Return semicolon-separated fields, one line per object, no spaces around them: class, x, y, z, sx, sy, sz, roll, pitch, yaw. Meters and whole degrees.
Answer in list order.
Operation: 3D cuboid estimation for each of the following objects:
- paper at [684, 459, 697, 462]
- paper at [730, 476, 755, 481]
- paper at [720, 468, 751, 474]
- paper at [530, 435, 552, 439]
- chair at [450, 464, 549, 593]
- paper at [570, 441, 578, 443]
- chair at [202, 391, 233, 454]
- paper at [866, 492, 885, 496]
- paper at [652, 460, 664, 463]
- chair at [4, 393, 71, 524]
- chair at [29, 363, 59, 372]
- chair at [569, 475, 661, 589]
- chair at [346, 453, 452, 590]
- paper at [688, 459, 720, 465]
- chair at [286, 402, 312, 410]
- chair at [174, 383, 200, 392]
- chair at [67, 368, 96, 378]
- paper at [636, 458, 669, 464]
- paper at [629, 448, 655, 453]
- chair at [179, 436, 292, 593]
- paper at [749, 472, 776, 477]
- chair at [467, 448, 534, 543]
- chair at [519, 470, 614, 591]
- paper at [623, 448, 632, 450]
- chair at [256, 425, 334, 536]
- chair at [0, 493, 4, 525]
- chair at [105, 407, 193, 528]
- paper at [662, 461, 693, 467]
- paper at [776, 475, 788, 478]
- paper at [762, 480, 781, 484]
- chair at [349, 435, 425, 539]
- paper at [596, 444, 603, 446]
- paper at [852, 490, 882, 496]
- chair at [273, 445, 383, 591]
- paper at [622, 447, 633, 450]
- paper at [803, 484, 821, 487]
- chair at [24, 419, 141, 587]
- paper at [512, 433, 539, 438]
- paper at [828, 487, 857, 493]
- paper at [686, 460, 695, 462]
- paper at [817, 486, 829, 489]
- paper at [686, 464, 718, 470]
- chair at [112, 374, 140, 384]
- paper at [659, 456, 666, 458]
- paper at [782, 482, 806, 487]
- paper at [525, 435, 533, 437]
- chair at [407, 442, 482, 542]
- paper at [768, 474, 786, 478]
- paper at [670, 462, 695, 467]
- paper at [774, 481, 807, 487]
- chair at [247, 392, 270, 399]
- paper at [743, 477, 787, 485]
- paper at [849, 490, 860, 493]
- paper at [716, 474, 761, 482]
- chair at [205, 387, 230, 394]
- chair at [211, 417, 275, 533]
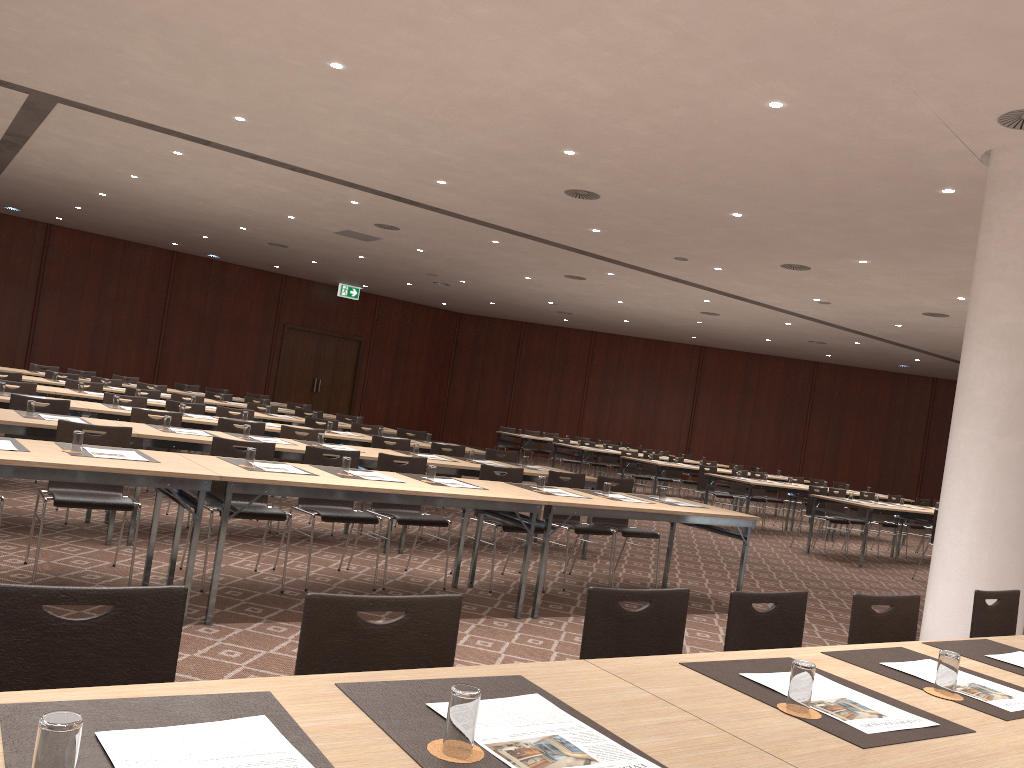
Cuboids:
paper;3.806;1.642;19.122;0.284;0.006;0.398;10;-2;-34
paper;3.717;1.516;14.188;0.284;0.006;0.398;10;-2;-36
paper;4.356;1.685;17.133;0.460;0.003;0.565;10;-2;-36
paper;0.733;1.185;19.496;0.460;0.003;0.565;9;-2;-32
chair;-0.054;1.154;7.203;0.536;0.939;0.613;9;-1;-35
paper;1.291;1.278;19.861;0.460;0.003;0.565;10;-2;-35
chair;-4.582;0.612;13.821;0.536;0.939;0.613;9;-1;-35
paper;6.630;2.008;16.219;0.284;0.006;0.398;10;-2;-36
paper;2.591;1.382;15.834;0.284;0.006;0.398;10;-2;-35
chair;-3.791;0.579;7.038;0.536;0.939;0.613;9;-1;-34
chair;-7.533;0.169;14.208;0.536;0.939;0.613;9;-1;-36
chair;0.973;1.329;7.986;0.536;0.939;0.613;9;-1;-33
chair;-0.817;1.027;6.752;0.536;0.939;0.613;9;-1;-36
paper;4.254;1.725;19.562;0.460;0.003;0.565;10;-2;-36
chair;-3.510;0.794;14.628;0.536;0.939;0.613;9;-1;-35
chair;-5.705;0.478;15.512;0.536;0.939;0.613;9;-1;-33
chair;-7.073;0.246;14.494;0.536;0.939;0.613;9;-1;-34
paper;2.497;1.371;15.819;0.460;0.003;0.565;10;-2;-33
paper;3.104;1.585;21.142;0.460;0.003;0.565;10;-2;-35
chair;-1.816;0.856;5.946;0.536;0.939;0.613;9;-1;-33
paper;4.873;1.773;17.532;0.460;0.003;0.565;10;-2;-34
chair;-0.084;1.206;9.724;0.536;0.939;0.613;9;-1;-36
chair;0.521;1.253;7.707;0.536;0.939;0.613;9;-1;-37
paper;2.587;1.497;20.780;0.460;0.003;0.565;10;-2;-35
chair;-1.965;0.886;8.289;0.536;0.939;0.613;9;-1;-33
chair;-3.203;0.622;5.009;0.536;0.939;0.613;9;-1;-35
chair;-3.061;0.703;7.601;0.536;0.939;0.613;9;-1;-38
paper;3.051;1.464;16.209;0.460;0.003;0.565;10;-2;-39
paper;5.468;1.868;17.872;0.284;0.006;0.398;10;-2;-36
paper;4.253;1.607;14.570;0.284;0.006;0.398;10;-2;-36
chair;-1.203;1.016;8.884;0.536;0.939;0.613;9;-1;-33
paper;2.038;1.405;20.412;0.460;0.003;0.565;10;-2;-33
paper;6.533;1.998;16.266;0.460;0.003;0.565;10;-2;-35
chair;-1.284;0.947;6.377;0.536;0.939;0.613;9;-1;-36
paper;2.670;1.506;20.768;0.284;0.006;0.397;10;-2;-38
paper;5.464;1.818;15.519;0.460;0.003;0.565;10;-2;-37
chair;-2.615;0.723;5.470;0.536;0.939;0.613;9;-1;-32
paper;0.254;1.103;19.117;0.460;0.003;0.565;10;-2;-37
paper;6.023;1.911;15.867;0.460;0.003;0.565;9;-2;-32
paper;3.751;1.639;19.164;0.460;0.003;0.565;10;-2;-35
paper;5.562;1.828;15.497;0.284;0.006;0.398;10;-2;-36
paper;3.561;1.551;16.591;0.460;0.003;0.565;10;-2;-36
chair;-6.492;0.343;14.856;0.536;0.939;0.613;9;-1;-37
paper;3.214;1.548;18.786;0.460;0.003;0.565;10;-2;-34
paper;4.769;1.694;14.912;0.284;0.006;0.398;10;-2;-36
paper;0.309;1.106;19.072;0.284;0.006;0.398;10;-2;-35
chair;-0.639;1.110;9.234;0.536;0.939;0.613;9;-1;-37
paper;5.411;1.864;17.925;0.460;0.003;0.565;10;-2;-37
paper;3.119;1.470;16.189;0.284;0.006;0.398;10;-2;-34
paper;4.723;1.692;14.955;0.460;0.003;0.565;10;-2;-34
chair;-4.640;0.656;16.178;0.536;0.939;0.613;9;-1;-35
paper;4.174;1.599;14.593;0.460;0.003;0.565;10;-2;-35
paper;6.095;1.918;15.849;0.284;0.006;0.398;10;-2;-33
paper;3.647;1.510;14.217;0.460;0.003;0.565;10;-2;-35
chair;-5.252;0.554;15.792;0.536;0.939;0.613;9;-1;-38
chair;-2.454;0.805;7.991;0.536;0.939;0.613;9;-1;-32
